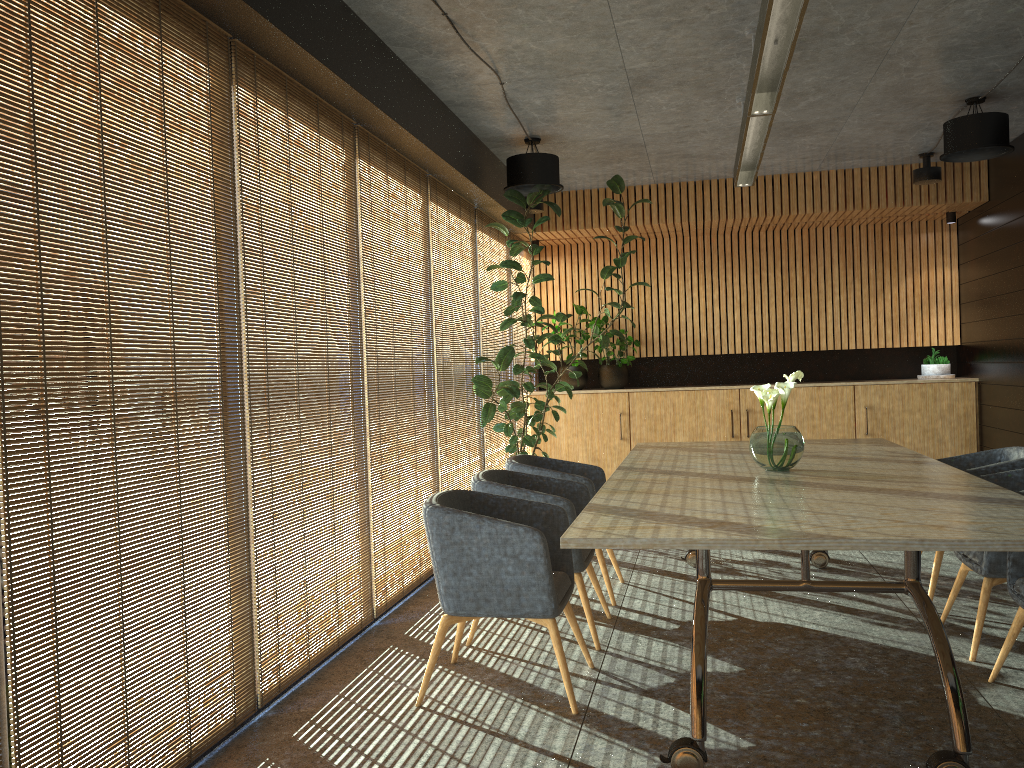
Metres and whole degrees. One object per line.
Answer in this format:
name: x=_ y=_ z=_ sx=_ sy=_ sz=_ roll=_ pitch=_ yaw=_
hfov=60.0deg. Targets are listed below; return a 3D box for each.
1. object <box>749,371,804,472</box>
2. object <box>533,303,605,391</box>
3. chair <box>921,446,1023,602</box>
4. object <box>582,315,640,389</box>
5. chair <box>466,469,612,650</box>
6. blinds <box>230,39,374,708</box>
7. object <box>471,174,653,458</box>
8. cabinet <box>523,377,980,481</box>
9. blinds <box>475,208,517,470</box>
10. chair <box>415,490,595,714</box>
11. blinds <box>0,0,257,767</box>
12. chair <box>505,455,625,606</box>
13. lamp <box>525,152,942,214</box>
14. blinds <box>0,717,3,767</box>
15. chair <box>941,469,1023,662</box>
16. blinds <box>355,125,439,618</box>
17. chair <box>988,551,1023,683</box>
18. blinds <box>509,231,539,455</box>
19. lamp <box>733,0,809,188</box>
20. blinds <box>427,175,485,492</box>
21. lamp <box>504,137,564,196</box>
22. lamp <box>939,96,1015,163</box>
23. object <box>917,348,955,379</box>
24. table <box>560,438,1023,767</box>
object: x=1.460 y=0.203 z=4.908 sx=0.295 sy=0.546 sz=0.322 roll=-2 pitch=1 yaw=22
object: x=0.662 y=-0.447 z=10.677 sx=0.640 sy=1.054 sz=0.666 roll=-3 pitch=1 yaw=-36
chair: x=2.888 y=0.872 z=5.515 sx=0.761 sy=0.944 sz=0.706 roll=-2 pitch=1 yaw=12
object: x=1.164 y=-0.377 z=10.556 sx=0.679 sy=0.880 sz=0.512 roll=-2 pitch=1 yaw=16
chair: x=0.159 y=0.976 z=5.181 sx=0.761 sy=0.944 sz=0.706 roll=-2 pitch=1 yaw=12
blinds: x=-1.205 y=0.004 z=2.109 sx=1.388 sy=3.075 sz=6.486 roll=-2 pitch=1 yaw=-7
object: x=0.187 y=-0.235 z=8.414 sx=1.875 sy=3.266 sz=1.958 roll=-3 pitch=1 yaw=-39
cabinet: x=2.652 y=0.647 z=10.364 sx=4.954 sy=1.272 sz=1.006 roll=-2 pitch=1 yaw=12
blinds: x=-0.131 y=-0.154 z=9.032 sx=0.039 sy=3.038 sz=1.422 roll=-2 pitch=1 yaw=12
chair: x=-0.029 y=0.996 z=4.301 sx=0.761 sy=0.944 sz=0.706 roll=-2 pitch=1 yaw=12
blinds: x=-1.359 y=-0.026 z=3.286 sx=0.039 sy=3.038 sz=1.422 roll=-2 pitch=1 yaw=12
chair: x=0.346 y=0.957 z=6.060 sx=0.761 sy=0.944 sz=0.706 roll=-2 pitch=1 yaw=12
lamp: x=2.123 y=-2.047 z=9.047 sx=4.179 sy=0.294 sz=0.257 roll=-2 pitch=1 yaw=12
blinds: x=-1.665 y=0.006 z=1.850 sx=0.039 sy=3.038 sz=1.422 roll=-2 pitch=1 yaw=12
chair: x=2.700 y=0.891 z=4.636 sx=0.761 sy=0.944 sz=0.706 roll=-2 pitch=1 yaw=12
blinds: x=-0.750 y=-0.089 z=6.137 sx=0.039 sy=3.038 sz=1.422 roll=-2 pitch=1 yaw=12
chair: x=2.512 y=0.911 z=3.756 sx=0.761 sy=0.944 sz=0.706 roll=-2 pitch=1 yaw=12
blinds: x=0.176 y=-0.186 z=10.468 sx=0.039 sy=3.038 sz=1.422 roll=-2 pitch=1 yaw=12
lamp: x=1.360 y=-1.786 z=4.876 sx=0.151 sy=0.618 sz=4.009 roll=-2 pitch=1 yaw=12
blinds: x=-0.443 y=-0.121 z=7.572 sx=0.039 sy=3.038 sz=1.422 roll=-2 pitch=1 yaw=12
lamp: x=0.177 y=-1.868 z=7.568 sx=0.513 sy=0.497 sz=0.513 roll=-2 pitch=1 yaw=-17
lamp: x=3.576 y=-1.982 z=6.839 sx=0.513 sy=0.497 sz=0.513 roll=-1 pitch=1 yaw=41
object: x=4.762 y=-0.233 z=9.967 sx=0.384 sy=0.347 sz=0.384 roll=-2 pitch=1 yaw=35
table: x=1.486 y=0.939 z=4.896 sx=1.816 sy=0.927 sz=3.932 roll=-2 pitch=1 yaw=12
